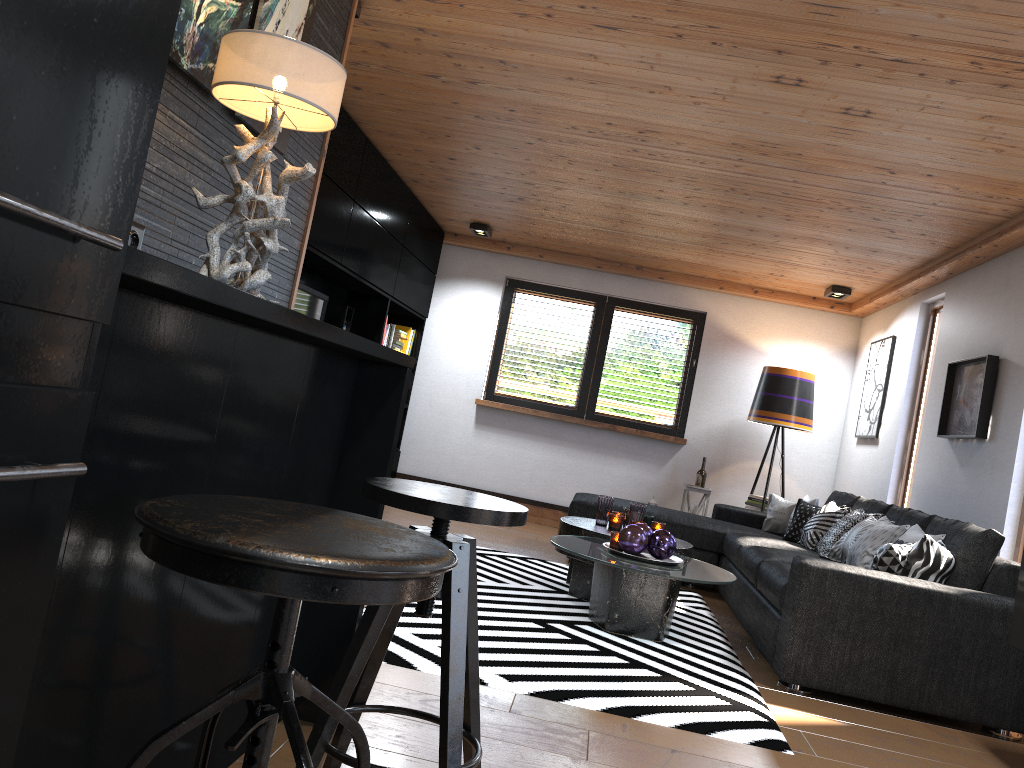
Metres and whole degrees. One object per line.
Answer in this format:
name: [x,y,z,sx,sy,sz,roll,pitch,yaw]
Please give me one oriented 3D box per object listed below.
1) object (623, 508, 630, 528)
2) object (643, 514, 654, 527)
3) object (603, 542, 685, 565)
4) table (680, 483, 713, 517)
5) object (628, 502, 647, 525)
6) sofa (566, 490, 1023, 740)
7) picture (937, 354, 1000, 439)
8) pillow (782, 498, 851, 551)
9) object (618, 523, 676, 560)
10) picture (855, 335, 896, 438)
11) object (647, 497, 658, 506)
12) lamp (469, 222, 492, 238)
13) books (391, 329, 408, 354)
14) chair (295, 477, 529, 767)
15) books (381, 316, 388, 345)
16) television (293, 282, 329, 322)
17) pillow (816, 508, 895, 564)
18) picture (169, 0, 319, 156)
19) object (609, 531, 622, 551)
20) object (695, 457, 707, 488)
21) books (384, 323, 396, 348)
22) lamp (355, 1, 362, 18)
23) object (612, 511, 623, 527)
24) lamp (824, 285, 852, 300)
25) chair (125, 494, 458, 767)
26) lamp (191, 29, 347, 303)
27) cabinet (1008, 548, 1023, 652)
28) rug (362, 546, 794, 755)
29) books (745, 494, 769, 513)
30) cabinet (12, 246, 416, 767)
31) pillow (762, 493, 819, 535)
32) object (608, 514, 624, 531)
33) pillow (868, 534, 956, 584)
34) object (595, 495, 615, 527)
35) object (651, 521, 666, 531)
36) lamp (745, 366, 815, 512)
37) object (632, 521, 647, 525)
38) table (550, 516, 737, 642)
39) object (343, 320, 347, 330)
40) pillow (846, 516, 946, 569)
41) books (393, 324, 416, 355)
object: [0.675,0.772,5.024,0.114,0.122,0.113,12,-3,-18]
object: [0.766,0.805,5.109,0.091,0.099,0.093,9,-3,43]
object: [0.625,0.814,4.229,0.391,0.022,0.397,10,-2,25]
table: [1.512,1.163,7.463,0.226,0.609,0.225,11,-3,6]
object: [0.687,0.747,4.908,0.095,0.168,0.094,12,-3,-23]
sofa: [1.331,0.942,5.187,2.084,0.819,3.093,11,-2,6]
picture: [2.562,0.084,4.999,0.066,0.451,0.559,11,-2,7]
pillow: [2.003,0.928,5.757,0.311,0.364,0.668,11,-2,1]
object: [0.628,0.747,4.246,0.285,0.143,0.263,11,-2,-10]
picture: [2.820,0.034,6.897,0.020,0.782,0.563,11,-3,7]
object: [1.168,1.175,7.543,0.252,0.462,0.251,11,-3,6]
lamp: [-0.256,-1.285,7.362,0.155,0.068,0.261,11,-2,6]
books: [-1.032,-0.362,7.462,0.260,0.197,0.296,11,-2,9]
chair: [-0.211,0.594,1.918,0.392,0.722,0.393,11,-3,6]
books: [-1.080,-0.432,6.706,0.207,0.270,0.241,11,-3,6]
television: [-1.391,-0.226,5.273,0.050,0.814,1.254,11,-2,7]
pillow: [1.969,0.896,5.125,0.274,0.356,0.728,11,-2,6]
picture: [-0.584,-0.909,1.851,0.010,0.594,0.927,11,-2,7]
object: [0.509,0.759,4.271,0.078,0.081,0.080,10,-3,21]
object: [1.602,0.758,7.479,0.088,0.286,0.087,13,-3,-31]
books: [-1.092,-0.398,7.180,0.182,0.233,0.285,11,-2,9]
lamp: [-0.687,-1.505,3.401,0.155,0.068,0.261,11,-2,6]
object: [0.611,0.783,5.128,0.078,0.081,0.080,10,-3,21]
lamp: [2.603,-0.737,7.082,0.155,0.068,0.261,11,-2,6]
chair: [-0.358,0.543,1.223,0.440,0.717,0.442,11,-3,10]
lamp: [-0.505,-0.403,1.769,0.246,0.516,0.248,11,-3,10]
cabinet: [2.032,0.762,2.859,0.357,0.469,0.956,11,-2,7]
rug: [0.268,1.117,4.374,1.658,0.020,2.904,11,-2,6]
books: [2.042,0.997,7.180,0.221,0.159,0.253,12,-3,-27]
cabinet: [-0.660,0.338,1.634,0.428,1.011,1.628,11,-2,7]
pillow: [1.985,0.937,6.265,0.218,0.347,0.564,12,-2,-13]
object: [0.575,0.769,4.927,0.078,0.081,0.080,10,-3,21]
pillow: [1.792,0.830,3.960,0.540,0.346,0.297,13,-3,-33]
object: [0.519,0.717,5.007,0.095,0.168,0.094,12,-3,-23]
object: [0.817,0.818,4.975,0.078,0.081,0.080,10,-3,21]
lamp: [2.625,0.835,7.350,1.638,1.700,0.520,12,-3,-16]
object: [0.680,0.784,4.776,0.078,0.081,0.080,10,-3,21]
table: [0.628,0.996,4.531,0.894,0.372,1.526,11,-2,7]
object: [-1.259,-0.275,6.153,0.125,0.380,0.125,11,-3,6]
pillow: [1.914,0.848,4.480,0.283,0.329,0.726,11,-2,-4]
books: [-0.975,-0.372,7.720,0.212,0.261,0.210,11,-3,6]
